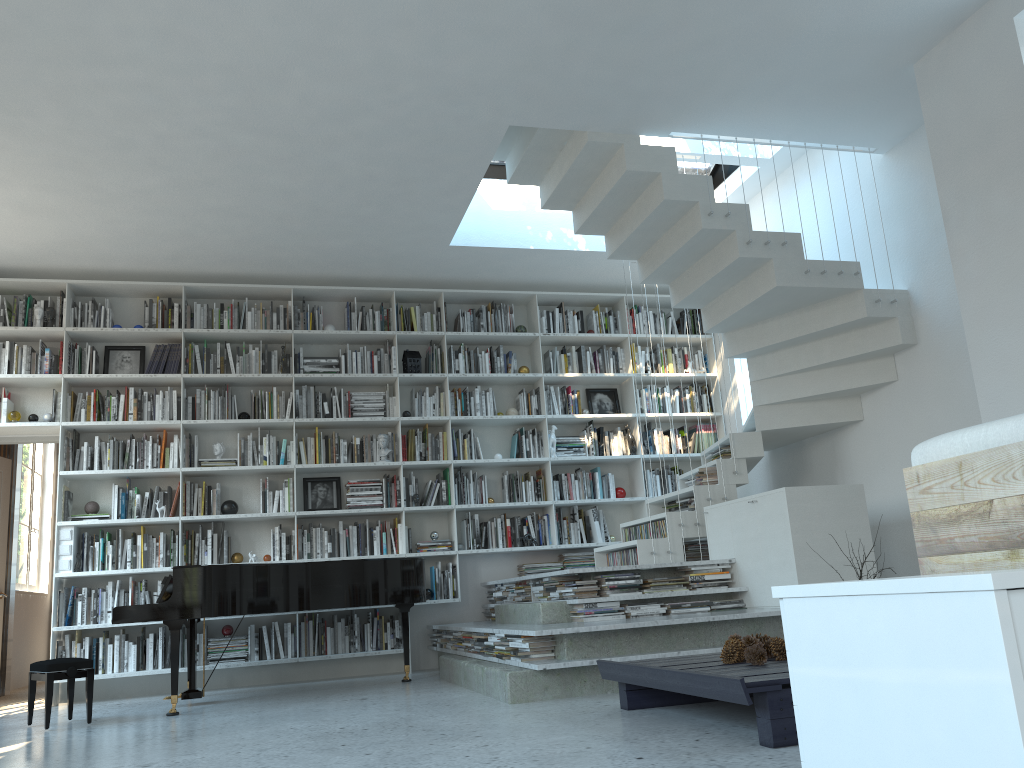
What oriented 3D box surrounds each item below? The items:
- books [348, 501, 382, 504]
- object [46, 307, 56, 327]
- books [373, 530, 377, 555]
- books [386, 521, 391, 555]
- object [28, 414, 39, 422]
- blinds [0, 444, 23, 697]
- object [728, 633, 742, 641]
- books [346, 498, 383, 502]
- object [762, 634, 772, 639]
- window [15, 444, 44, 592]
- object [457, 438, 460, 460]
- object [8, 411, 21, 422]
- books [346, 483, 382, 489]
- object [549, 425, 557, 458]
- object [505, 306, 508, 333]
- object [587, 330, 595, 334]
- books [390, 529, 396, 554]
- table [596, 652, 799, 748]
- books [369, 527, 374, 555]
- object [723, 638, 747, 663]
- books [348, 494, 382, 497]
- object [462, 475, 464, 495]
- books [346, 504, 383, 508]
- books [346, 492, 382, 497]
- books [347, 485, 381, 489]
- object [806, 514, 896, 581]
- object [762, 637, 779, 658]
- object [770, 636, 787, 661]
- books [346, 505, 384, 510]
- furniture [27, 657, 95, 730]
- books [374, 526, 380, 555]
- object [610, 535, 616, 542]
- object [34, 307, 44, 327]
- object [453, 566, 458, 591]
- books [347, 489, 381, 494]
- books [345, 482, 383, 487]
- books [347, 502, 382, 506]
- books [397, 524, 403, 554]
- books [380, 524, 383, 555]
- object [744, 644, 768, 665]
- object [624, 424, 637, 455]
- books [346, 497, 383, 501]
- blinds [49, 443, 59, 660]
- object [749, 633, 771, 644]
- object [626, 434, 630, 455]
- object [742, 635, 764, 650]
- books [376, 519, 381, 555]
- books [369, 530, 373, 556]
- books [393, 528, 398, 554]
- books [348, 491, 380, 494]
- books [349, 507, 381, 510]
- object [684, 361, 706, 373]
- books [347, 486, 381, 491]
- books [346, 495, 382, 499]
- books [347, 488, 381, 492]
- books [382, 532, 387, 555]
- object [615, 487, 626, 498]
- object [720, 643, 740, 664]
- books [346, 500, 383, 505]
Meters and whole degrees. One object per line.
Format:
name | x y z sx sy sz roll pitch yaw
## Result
books | -1.201 0.972 7.210 0.254 0.012 0.161 1 -15 -21
object | -3.528 -0.496 6.778 0.067 0.197 0.068 -11 -14 26
books | -1.112 1.290 7.148 0.023 0.204 0.167 0 -14 -16
books | -1.010 1.259 7.192 0.026 0.271 0.175 0 -14 -16
object | -3.617 0.261 6.701 0.071 0.072 0.071 6 -17 -37
blinds | -4.444 1.040 7.689 0.140 3.222 0.778 0 -13 -16
object | 0.912 1.064 3.601 0.090 0.105 0.098 -5 -13 5
books | -1.205 0.951 7.224 0.285 0.012 0.160 -1 -14 -15
object | 1.068 1.086 3.676 0.086 0.100 0.078 7 -18 -41
window | -4.980 1.087 8.971 0.073 2.003 1.988 0 -14 -16
object | -0.470 0.577 7.519 0.013 0.207 0.140 0 -14 -16
object | -3.716 0.243 6.626 0.087 0.087 0.087 -13 -16 32
books | -1.213 0.833 7.249 0.285 0.012 0.160 -1 -14 -14
object | 0.349 0.496 7.592 0.087 0.287 0.075 -9 -14 18
object | -0.063 -0.536 7.917 0.006 0.297 0.130 0 -14 -16
object | 0.711 -0.454 8.007 0.071 0.072 0.072 -13 -16 32
books | -0.972 1.285 7.184 0.042 0.212 0.169 0 -14 -16
table | 1.153 1.162 3.462 1.270 0.217 1.261 0 -14 -16
books | -1.134 1.278 7.158 0.014 0.234 0.154 0 -14 -16
object | 0.884 1.061 3.522 0.110 0.101 0.114 5 -16 -33
books | -1.205 0.914 7.224 0.254 0.012 0.161 1 -15 -21
object | -0.424 0.909 7.467 0.007 0.265 0.135 0 -14 -16
books | -1.202 0.997 7.213 0.285 0.012 0.160 0 -14 -17
books | -1.205 0.902 7.226 0.285 0.012 0.160 -2 -14 -11
books | -1.211 0.844 7.242 0.254 0.012 0.161 1 -14 -20
object | 1.343 0.772 3.456 0.309 0.520 0.436 -7 -14 14
object | 1.042 1.062 3.564 0.106 0.086 0.091 -4 -13 -2
object | 1.052 1.035 3.458 0.083 0.099 0.092 -2 -13 -11
books | -1.198 1.006 7.202 0.285 0.012 0.160 1 -15 -21
furniture | -2.508 1.704 4.923 0.240 0.352 0.468 7 -17 -40
books | -1.090 1.275 7.158 0.023 0.234 0.175 0 -14 -16
object | 0.864 1.346 7.693 0.071 0.072 0.072 -13 -16 32
object | -3.606 -0.495 6.756 0.067 0.197 0.068 -11 -14 26
object | -0.457 1.605 7.178 0.011 0.259 0.142 0 -14 -16
books | -1.209 0.880 7.236 0.254 0.012 0.161 1 -14 -19
books | -1.212 0.820 7.245 0.285 0.012 0.160 1 -15 -21
books | -1.200 0.983 7.207 0.285 0.012 0.160 -2 -14 -11
books | -0.915 1.267 7.200 0.033 0.245 0.176 0 -14 -16
books | -1.065 1.270 7.187 0.014 0.255 0.145 0 -14 -16
object | 0.913 1.014 3.313 0.081 0.083 0.099 -2 -14 -11
object | 1.048 0.498 7.808 0.087 0.287 0.075 -9 -14 18
books | -1.205 0.939 7.224 0.285 0.012 0.160 -1 -14 -14
blinds | -5.176 1.727 10.304 0.140 3.222 0.778 0 -13 -16
object | 1.026 1.070 3.630 0.097 0.102 0.099 9 -19 -44
object | 1.016 0.566 7.930 0.022 0.211 0.179 0 -14 -16
object | 0.955 1.053 3.537 0.094 0.108 0.108 -16 -17 40
books | -1.077 1.250 7.181 0.014 0.293 0.138 0 -14 -16
books | -1.148 1.289 7.139 0.024 0.206 0.183 0 -14 -16
books | -0.947 1.283 7.193 0.011 0.216 0.166 0 -14 -16
books | -1.207 0.892 7.233 0.254 0.012 0.161 -1 -14 -13
books | -1.199 1.020 7.206 0.254 0.012 0.161 -1 -14 -14
object | 1.676 -0.144 8.160 0.203 0.136 0.095 -4 -13 0
books | -1.210 0.856 7.241 0.254 0.012 0.161 1 -14 -19
books | -1.204 0.926 7.220 0.285 0.012 0.160 -2 -14 -11
books | -1.209 0.868 7.236 0.254 0.012 0.161 1 -14 -20
books | -1.038 1.299 7.161 0.023 0.182 0.169 0 -14 -16
object | 0.943 0.965 7.786 0.115 0.116 0.115 6 -17 -37
object | 0.848 1.056 3.454 0.082 0.084 0.083 -4 -13 -1
books | -1.205 0.963 7.224 0.285 0.012 0.160 0 -14 -16
